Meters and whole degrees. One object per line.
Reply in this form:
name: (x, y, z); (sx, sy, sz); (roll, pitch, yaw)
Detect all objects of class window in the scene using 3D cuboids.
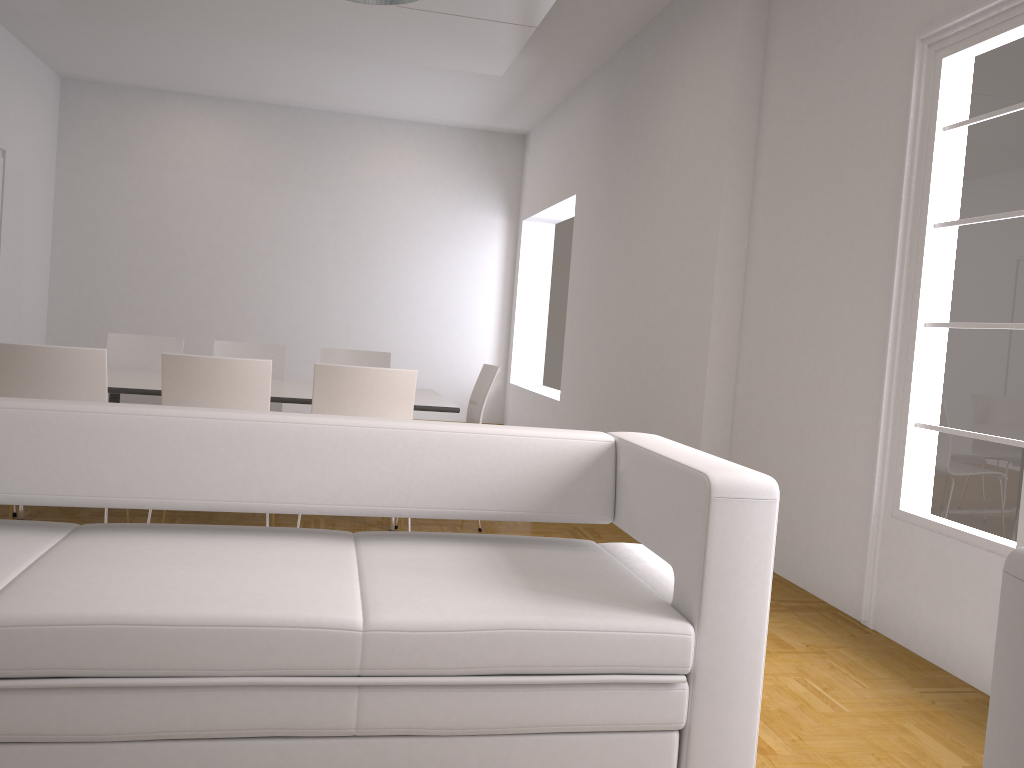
window: (2.013, -0.095, 2.155); (0.195, 2.526, 3.354); (4, 3, -12)

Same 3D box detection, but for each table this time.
table: (-1.596, 0.361, 4.982); (2.410, 0.721, 1.212); (4, 3, -12)

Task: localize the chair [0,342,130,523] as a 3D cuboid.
chair: (-2.086, 0.276, 4.078); (0.561, 0.930, 0.576); (4, 3, -12)

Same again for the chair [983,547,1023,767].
chair: (1.242, 0.698, 1.059); (0.801, 0.910, 1.097); (4, 3, -2)

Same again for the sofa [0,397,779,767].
sofa: (-0.764, 0.521, 2.176); (2.622, 0.848, 0.823); (4, 3, -12)

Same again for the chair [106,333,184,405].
chair: (-2.388, 0.162, 5.604); (0.561, 0.930, 0.576); (4, 3, -12)

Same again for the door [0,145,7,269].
door: (-4.667, -0.912, 7.754); (0.132, 2.451, 0.872); (4, 2, -12)

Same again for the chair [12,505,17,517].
chair: (-2.819, 0.175, 4.701); (0.575, 0.930, 0.561); (4, 3, -12)

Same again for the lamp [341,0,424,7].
lamp: (-0.440, -1.950, 2.895); (0.464, 1.249, 0.465); (4, 2, -13)

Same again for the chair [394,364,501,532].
chair: (-0.392, 0.341, 5.212); (0.575, 0.930, 0.561); (4, 3, -12)

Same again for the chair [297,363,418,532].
chair: (-0.757, 0.363, 4.358); (0.561, 0.930, 0.576); (4, 3, -12)

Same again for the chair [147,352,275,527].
chair: (-1.402, 0.321, 4.222); (0.561, 0.930, 0.576); (4, 3, -12)

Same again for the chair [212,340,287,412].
chair: (-1.743, 0.204, 5.740); (0.561, 0.930, 0.576); (4, 3, -12)

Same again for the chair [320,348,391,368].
chair: (-1.058, 0.249, 5.884); (0.561, 0.930, 0.576); (4, 3, -12)
